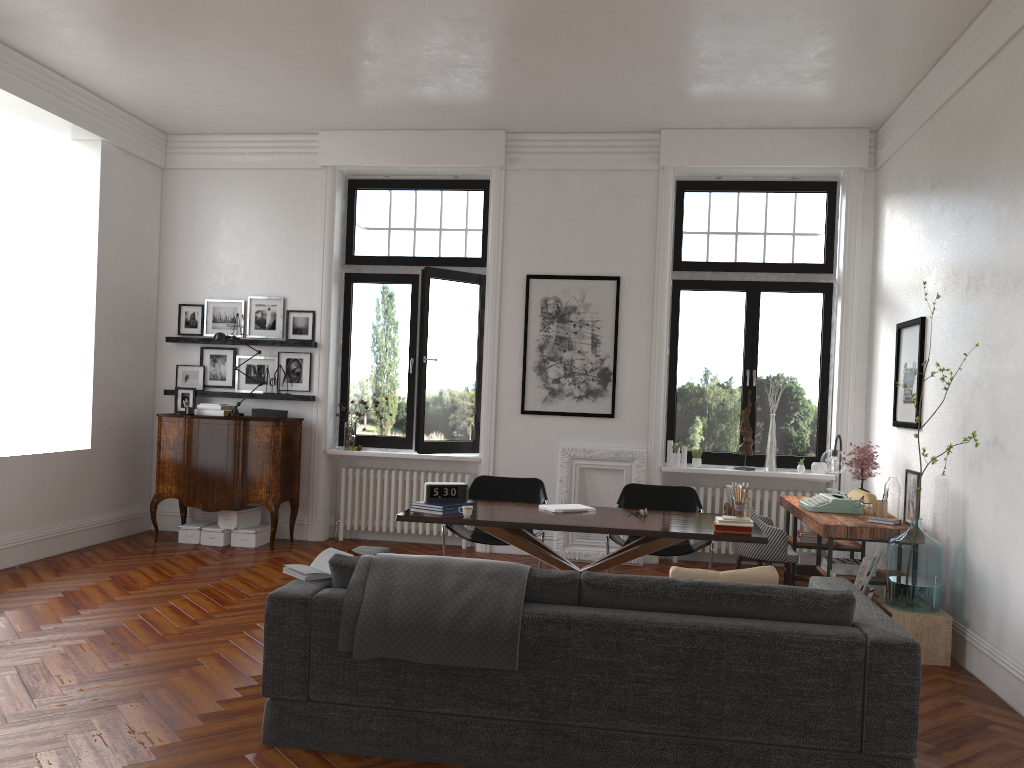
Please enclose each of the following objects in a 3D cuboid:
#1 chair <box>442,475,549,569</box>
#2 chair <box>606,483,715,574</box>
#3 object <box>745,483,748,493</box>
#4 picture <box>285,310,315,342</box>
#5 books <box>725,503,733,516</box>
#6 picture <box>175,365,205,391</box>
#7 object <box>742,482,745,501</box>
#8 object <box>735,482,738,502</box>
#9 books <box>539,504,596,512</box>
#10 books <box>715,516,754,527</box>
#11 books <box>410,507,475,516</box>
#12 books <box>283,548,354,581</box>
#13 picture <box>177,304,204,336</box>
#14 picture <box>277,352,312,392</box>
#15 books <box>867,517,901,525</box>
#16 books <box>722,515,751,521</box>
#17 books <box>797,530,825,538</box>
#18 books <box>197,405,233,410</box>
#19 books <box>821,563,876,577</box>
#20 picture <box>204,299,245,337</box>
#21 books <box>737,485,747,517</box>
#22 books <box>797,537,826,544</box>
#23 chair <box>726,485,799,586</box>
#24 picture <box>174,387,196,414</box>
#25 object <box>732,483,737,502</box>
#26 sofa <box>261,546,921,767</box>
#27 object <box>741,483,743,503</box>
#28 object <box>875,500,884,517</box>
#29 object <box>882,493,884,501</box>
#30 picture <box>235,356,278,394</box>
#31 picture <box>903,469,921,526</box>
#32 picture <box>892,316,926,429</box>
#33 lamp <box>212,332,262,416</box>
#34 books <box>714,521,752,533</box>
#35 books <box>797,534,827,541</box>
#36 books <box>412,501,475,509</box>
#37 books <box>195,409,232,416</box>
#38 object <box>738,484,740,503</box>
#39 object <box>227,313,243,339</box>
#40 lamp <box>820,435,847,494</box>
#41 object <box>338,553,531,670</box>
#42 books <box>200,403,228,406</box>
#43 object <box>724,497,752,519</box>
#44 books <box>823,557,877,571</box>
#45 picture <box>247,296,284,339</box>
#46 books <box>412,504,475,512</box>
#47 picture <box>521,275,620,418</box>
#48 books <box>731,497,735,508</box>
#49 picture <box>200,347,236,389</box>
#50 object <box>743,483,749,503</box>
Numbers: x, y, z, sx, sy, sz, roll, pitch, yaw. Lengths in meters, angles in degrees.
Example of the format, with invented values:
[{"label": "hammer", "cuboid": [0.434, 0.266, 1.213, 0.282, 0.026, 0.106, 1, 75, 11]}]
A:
[{"label": "chair", "cuboid": [-0.089, 1.162, 6.675, 0.752, 0.873, 0.745, 2, 0, 8]}, {"label": "chair", "cuboid": [1.074, 1.206, 6.504, 0.752, 0.873, 0.745, 2, 0, 8]}, {"label": "object", "cuboid": [1.417, 0.698, 5.396, 0.038, 0.195, 0.008, 3, 1, 35]}, {"label": "picture", "cuboid": [-2.081, -0.571, 8.716, 0.289, 0.303, 0.020, 2, 1, 8]}, {"label": "books", "cuboid": [1.383, 0.831, 5.671, 0.028, 0.125, 0.221, 2, 0, 8]}, {"label": "picture", "cuboid": [-3.215, -0.061, 8.861, 0.299, 0.253, 0.020, 2, 1, 8]}, {"label": "object", "cuboid": [1.406, 0.697, 5.420, 0.032, 0.195, 0.008, 2, 1, -38]}, {"label": "object", "cuboid": [1.379, 0.698, 5.425, 0.008, 0.193, 0.049, 2, 1, -22]}, {"label": "books", "cuboid": [0.377, 0.847, 6.045, 0.325, 0.026, 0.231, 3, -1, -27]}, {"label": "books", "cuboid": [1.345, 0.832, 5.366, 0.207, 0.028, 0.164, 2, -1, 6]}, {"label": "books", "cuboid": [-0.446, 0.807, 5.726, 0.264, 0.027, 0.347, 2, -1, 33]}, {"label": "books", "cuboid": [-0.888, 0.836, 4.130, 0.279, 0.096, 0.224, 3, -1, -40]}, {"label": "picture", "cuboid": [-3.217, -0.641, 8.883, 0.267, 0.315, 0.020, 2, 1, 8]}, {"label": "picture", "cuboid": [-2.146, -0.121, 8.730, 0.343, 0.384, 0.020, 2, 1, 8]}, {"label": "books", "cuboid": [2.524, 0.931, 6.055, 0.129, 0.031, 0.213, 3, -1, -44]}, {"label": "books", "cuboid": [1.359, 0.813, 5.375, 0.159, 0.008, 0.128, 2, -1, 10]}, {"label": "books", "cuboid": [2.473, 1.242, 7.345, 0.190, 0.023, 0.239, 2, -1, 8]}, {"label": "books", "cuboid": [-2.851, 0.226, 8.521, 0.239, 0.044, 0.254, 2, -1, 8]}, {"label": "books", "cuboid": [2.275, 1.255, 6.004, 0.308, 0.038, 0.225, 2, -1, 7]}, {"label": "picture", "cuboid": [-2.865, -0.654, 8.831, 0.415, 0.367, 0.020, 2, 1, 8]}, {"label": "books", "cuboid": [1.476, 0.778, 5.680, 0.043, 0.239, 0.310, 2, 0, 8]}, {"label": "books", "cuboid": [2.470, 1.286, 7.345, 0.209, 0.024, 0.247, 2, -1, 8]}, {"label": "chair", "cuboid": [1.894, 1.235, 6.755, 0.547, 0.900, 0.716, 2, 0, 1]}, {"label": "picture", "cuboid": [-3.217, 0.162, 8.729, 0.213, 0.257, 0.020, 2, 1, 8]}, {"label": "object", "cuboid": [1.363, 0.698, 5.404, 0.049, 0.193, 0.008, 2, 1, 13]}, {"label": "sofa", "cuboid": [0.340, 1.216, 4.173, 2.644, 0.829, 1.262, 2, 0, 8]}, {"label": "object", "cuboid": [1.392, 0.697, 5.372, 0.008, 0.195, 0.036, 3, 1, 21]}, {"label": "object", "cuboid": [2.671, 0.901, 6.414, 0.058, 0.113, 0.075, 2, 0, 8]}, {"label": "object", "cuboid": [2.686, 0.852, 6.427, 0.054, 0.207, 0.008, 2, 1, -27]}, {"label": "picture", "cuboid": [-2.529, -0.092, 8.785, 0.433, 0.365, 0.020, 2, 1, 8]}, {"label": "picture", "cuboid": [2.680, 0.766, 5.938, 0.023, 0.369, 0.282, 2, 0, 8]}, {"label": "picture", "cuboid": [3.003, -0.075, 6.704, 0.050, 0.816, 0.634, 2, 0, 8]}, {"label": "lamp", "cuboid": [-2.653, -0.086, 8.555, 0.491, 0.802, 0.174, 2, 1, -27]}, {"label": "books", "cuboid": [1.335, 0.865, 5.363, 0.215, 0.040, 0.159, 2, -1, 10]}, {"label": "books", "cuboid": [2.471, 1.264, 7.343, 0.209, 0.023, 0.251, 2, -1, 8]}, {"label": "books", "cuboid": [-0.439, 0.769, 5.712, 0.250, 0.017, 0.344, 2, -1, 33]}, {"label": "books", "cuboid": [-2.855, 0.276, 8.516, 0.294, 0.057, 0.229, 2, -1, 8]}, {"label": "object", "cuboid": [1.378, 0.698, 5.374, 0.008, 0.193, 0.049, 3, 1, 32]}, {"label": "object", "cuboid": [-2.735, -0.571, 8.754, 0.174, 0.260, 0.040, 2, 1, 8]}, {"label": "lamp", "cuboid": [2.668, 0.691, 7.290, 0.207, 0.550, 0.442, 3, 0, 32]}, {"label": "object", "cuboid": [-0.314, 0.947, 3.777, 0.752, 0.387, 0.400, 2, 0, 8]}, {"label": "books", "cuboid": [-2.856, 0.196, 8.500, 0.200, 0.014, 0.179, 2, -1, 8]}, {"label": "object", "cuboid": [1.439, 0.810, 5.659, 0.149, 0.166, 0.228, 2, 0, 8]}, {"label": "books", "cuboid": [2.287, 1.221, 6.010, 0.308, 0.038, 0.225, 2, -1, 8]}, {"label": "picture", "cuboid": [-2.439, -0.658, 8.769, 0.369, 0.409, 0.020, 2, 1, 8]}, {"label": "books", "cuboid": [-0.439, 0.786, 5.712, 0.250, 0.017, 0.344, 2, -1, 33]}, {"label": "picture", "cuboid": [0.548, -0.358, 8.342, 0.882, 1.324, 0.035, 2, 1, 8]}, {"label": "books", "cuboid": [1.436, 0.811, 5.706, 0.041, 0.157, 0.128, 2, 0, 8]}, {"label": "picture", "cuboid": [-2.936, -0.164, 8.844, 0.373, 0.406, 0.020, 2, 1, 8]}, {"label": "object", "cuboid": [1.413, 0.699, 5.385, 0.044, 0.194, 0.008, 3, 1, 39]}]
